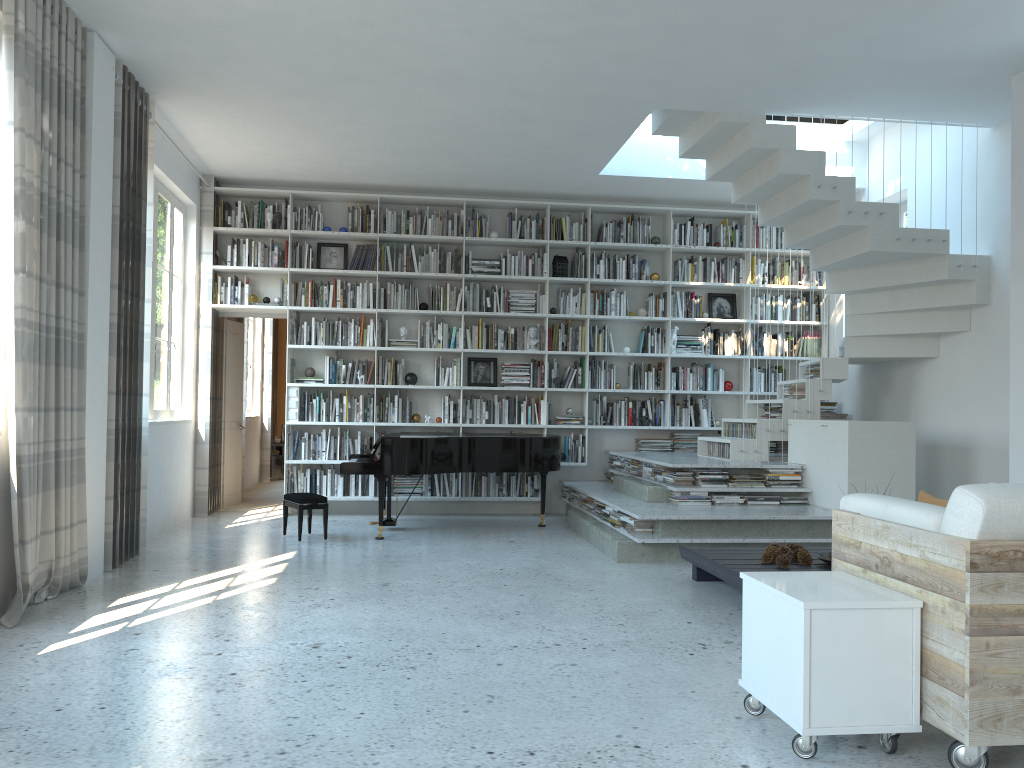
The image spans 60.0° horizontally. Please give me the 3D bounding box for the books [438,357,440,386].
[{"bbox_3d":[-0.731,-0.120,8.870,0.011,0.291,0.156,1,-1,-7],"label":"books"}]

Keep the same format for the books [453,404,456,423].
[{"bbox_3d":[-0.582,0.298,8.891,0.031,0.194,0.142,1,-1,-7],"label":"books"}]

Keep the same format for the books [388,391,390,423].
[{"bbox_3d":[-1.215,0.226,8.790,0.014,0.313,0.166,1,-1,-7],"label":"books"}]

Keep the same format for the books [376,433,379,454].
[{"bbox_3d":[-1.329,0.620,8.787,0.023,0.266,0.134,1,-1,-7],"label":"books"}]

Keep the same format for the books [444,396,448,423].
[{"bbox_3d":[-0.659,0.258,8.860,0.027,0.269,0.159,1,-1,-7],"label":"books"}]

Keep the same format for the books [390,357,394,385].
[{"bbox_3d":[-1.189,-0.121,8.785,0.026,0.274,0.190,1,-1,-7],"label":"books"}]

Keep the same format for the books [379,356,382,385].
[{"bbox_3d":[-1.303,-0.128,8.791,0.025,0.284,0.145,1,-1,-7],"label":"books"}]

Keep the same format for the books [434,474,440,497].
[{"bbox_3d":[-0.752,0.988,8.838,0.062,0.253,0.177,1,-1,-7],"label":"books"}]

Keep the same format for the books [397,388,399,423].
[{"bbox_3d":[-1.133,0.215,8.823,0.013,0.339,0.138,1,-1,-7],"label":"books"}]

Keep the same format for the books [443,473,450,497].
[{"bbox_3d":[-0.661,0.978,8.852,0.073,0.275,0.181,1,-1,-7],"label":"books"}]

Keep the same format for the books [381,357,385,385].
[{"bbox_3d":[-1.279,-0.122,8.798,0.026,0.275,0.154,1,-1,-7],"label":"books"}]

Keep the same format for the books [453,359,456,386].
[{"bbox_3d":[-0.577,-0.106,8.878,0.027,0.269,0.178,1,-1,-7],"label":"books"}]

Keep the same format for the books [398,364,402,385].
[{"bbox_3d":[-1.112,-0.090,8.807,0.028,0.216,0.175,1,-1,-7],"label":"books"}]

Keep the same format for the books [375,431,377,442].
[{"bbox_3d":[-1.346,0.611,8.784,0.012,0.285,0.159,1,-1,-7],"label":"books"}]

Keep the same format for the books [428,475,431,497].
[{"bbox_3d":[-0.824,1.012,8.828,0.029,0.202,0.178,1,-1,-7],"label":"books"}]

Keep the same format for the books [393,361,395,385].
[{"bbox_3d":[-1.171,-0.105,8.807,0.014,0.244,0.153,1,-1,-7],"label":"books"}]

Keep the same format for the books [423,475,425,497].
[{"bbox_3d":[-0.875,0.985,8.819,0.012,0.254,0.161,1,-1,-7],"label":"books"}]

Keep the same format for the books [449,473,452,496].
[{"bbox_3d":[-0.614,0.988,8.872,0.025,0.259,0.132,1,-1,-7],"label":"books"}]

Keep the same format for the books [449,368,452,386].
[{"bbox_3d":[-0.616,-0.066,8.877,0.024,0.188,0.172,1,-1,-7],"label":"books"}]

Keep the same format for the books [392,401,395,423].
[{"bbox_3d":[-1.175,0.275,8.795,0.021,0.215,0.172,1,-1,-7],"label":"books"}]

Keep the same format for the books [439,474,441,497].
[{"bbox_3d":[-0.715,0.999,8.840,0.011,0.232,0.174,1,-1,-7],"label":"books"}]

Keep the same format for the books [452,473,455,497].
[{"bbox_3d":[-0.586,0.987,8.844,0.024,0.260,0.189,1,-1,-7],"label":"books"}]

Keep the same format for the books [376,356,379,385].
[{"bbox_3d":[-1.334,-0.128,8.796,0.012,0.285,0.159,1,-1,-7],"label":"books"}]

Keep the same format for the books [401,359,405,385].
[{"bbox_3d":[-1.085,-0.114,8.826,0.028,0.266,0.144,1,-1,-7],"label":"books"}]

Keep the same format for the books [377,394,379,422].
[{"bbox_3d":[-1.327,0.243,8.790,0.013,0.275,0.147,1,-1,-7],"label":"books"}]

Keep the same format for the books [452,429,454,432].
[{"bbox_3d":[-0.595,0.607,8.863,0.013,0.320,0.173,1,-1,-7],"label":"books"}]

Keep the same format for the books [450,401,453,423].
[{"bbox_3d":[-0.609,0.284,8.868,0.029,0.221,0.153,1,-1,-7],"label":"books"}]

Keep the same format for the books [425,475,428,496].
[{"bbox_3d":[-0.855,0.980,8.837,0.031,0.265,0.144,1,-1,-7],"label":"books"}]

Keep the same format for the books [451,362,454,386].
[{"bbox_3d":[-0.596,-0.094,8.869,0.012,0.244,0.171,1,-1,-7],"label":"books"}]

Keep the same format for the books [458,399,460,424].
[{"bbox_3d":[-0.535,0.275,8.910,0.019,0.242,0.107,1,-1,-7],"label":"books"}]

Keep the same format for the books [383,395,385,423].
[{"bbox_3d":[-1.269,0.245,8.776,0.012,0.272,0.181,1,-1,-7],"label":"books"}]

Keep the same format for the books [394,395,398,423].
[{"bbox_3d":[-1.150,0.249,8.795,0.027,0.269,0.185,1,-1,-7],"label":"books"}]

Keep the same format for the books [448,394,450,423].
[{"bbox_3d":[-0.630,0.248,8.874,0.014,0.291,0.132,1,-1,-7],"label":"books"}]

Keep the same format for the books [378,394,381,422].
[{"bbox_3d":[-1.313,0.239,8.782,0.013,0.283,0.146,1,-1,-7],"label":"books"}]

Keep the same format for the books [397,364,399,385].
[{"bbox_3d":[-1.131,-0.086,8.808,0.011,0.208,0.180,1,-1,-7],"label":"books"}]

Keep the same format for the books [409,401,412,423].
[{"bbox_3d":[-1.010,0.281,8.827,0.023,0.212,0.160,1,-1,-7],"label":"books"}]

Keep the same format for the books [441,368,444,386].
[{"bbox_3d":[-0.700,-0.065,8.877,0.030,0.183,0.154,1,-1,-7],"label":"books"}]

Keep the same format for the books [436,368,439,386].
[{"bbox_3d":[-0.748,-0.068,8.856,0.025,0.186,0.154,1,-1,-7],"label":"books"}]

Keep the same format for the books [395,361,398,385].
[{"bbox_3d":[-1.153,-0.106,8.826,0.028,0.247,0.142,1,-1,-7],"label":"books"}]

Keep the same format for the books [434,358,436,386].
[{"bbox_3d":[-0.767,-0.117,8.858,0.012,0.285,0.159,1,-1,-7],"label":"books"}]

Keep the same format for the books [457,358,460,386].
[{"bbox_3d":[-0.541,-0.112,8.876,0.021,0.281,0.162,1,-1,-7],"label":"books"}]

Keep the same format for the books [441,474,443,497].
[{"bbox_3d":[-0.703,0.977,8.834,0.012,0.274,0.180,1,-1,-7],"label":"books"}]

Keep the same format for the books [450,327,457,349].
[{"bbox_3d":[-0.592,-0.453,8.874,0.060,0.227,0.179,1,-1,-7],"label":"books"}]

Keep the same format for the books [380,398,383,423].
[{"bbox_3d":[-1.291,0.261,8.781,0.030,0.239,0.157,1,-1,-7],"label":"books"}]

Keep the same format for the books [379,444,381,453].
[{"bbox_3d":[-1.304,0.647,8.784,0.026,0.213,0.140,1,-1,-7],"label":"books"}]

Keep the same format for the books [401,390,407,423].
[{"bbox_3d":[-1.071,0.221,8.807,0.050,0.328,0.166,1,-1,-7],"label":"books"}]

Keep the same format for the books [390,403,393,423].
[{"bbox_3d":[-1.198,0.285,8.796,0.024,0.196,0.157,1,-1,-7],"label":"books"}]

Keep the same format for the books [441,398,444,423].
[{"bbox_3d":[-0.695,0.266,8.866,0.012,0.254,0.161,1,-1,-7],"label":"books"}]

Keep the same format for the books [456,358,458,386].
[{"bbox_3d":[-0.557,-0.111,8.871,0.011,0.279,0.187,1,-1,-7],"label":"books"}]

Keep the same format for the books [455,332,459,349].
[{"bbox_3d":[-0.551,-0.429,8.897,0.027,0.181,0.142,1,-1,-7],"label":"books"}]

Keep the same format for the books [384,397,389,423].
[{"bbox_3d":[-1.244,0.258,8.787,0.042,0.248,0.162,1,-1,-7],"label":"books"}]

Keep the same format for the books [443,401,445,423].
[{"bbox_3d":[-0.683,0.280,8.875,0.015,0.225,0.148,1,-1,-7],"label":"books"}]

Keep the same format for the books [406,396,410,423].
[{"bbox_3d":[-1.033,0.255,8.809,0.027,0.261,0.163,1,-1,-7],"label":"books"}]

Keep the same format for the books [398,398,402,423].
[{"bbox_3d":[-1.112,0.264,8.817,0.029,0.241,0.135,1,-1,-7],"label":"books"}]

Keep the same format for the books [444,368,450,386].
[{"bbox_3d":[-0.655,-0.067,8.867,0.057,0.188,0.156,1,-1,-7],"label":"books"}]

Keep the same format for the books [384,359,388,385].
[{"bbox_3d":[-1.247,-0.116,8.795,0.036,0.263,0.166,1,-1,-7],"label":"books"}]

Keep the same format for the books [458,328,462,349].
[{"bbox_3d":[-0.524,-0.446,8.903,0.026,0.217,0.126,1,-1,-7],"label":"books"}]

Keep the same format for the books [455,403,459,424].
[{"bbox_3d":[-0.553,0.295,8.881,0.024,0.201,0.158,1,-1,-7],"label":"books"}]

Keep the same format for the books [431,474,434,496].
[{"bbox_3d":[-0.797,0.995,8.843,0.028,0.238,0.136,1,-1,-7],"label":"books"}]

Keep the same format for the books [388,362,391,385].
[{"bbox_3d":[-1.217,-0.098,8.802,0.025,0.228,0.153,1,-1,-7],"label":"books"}]
